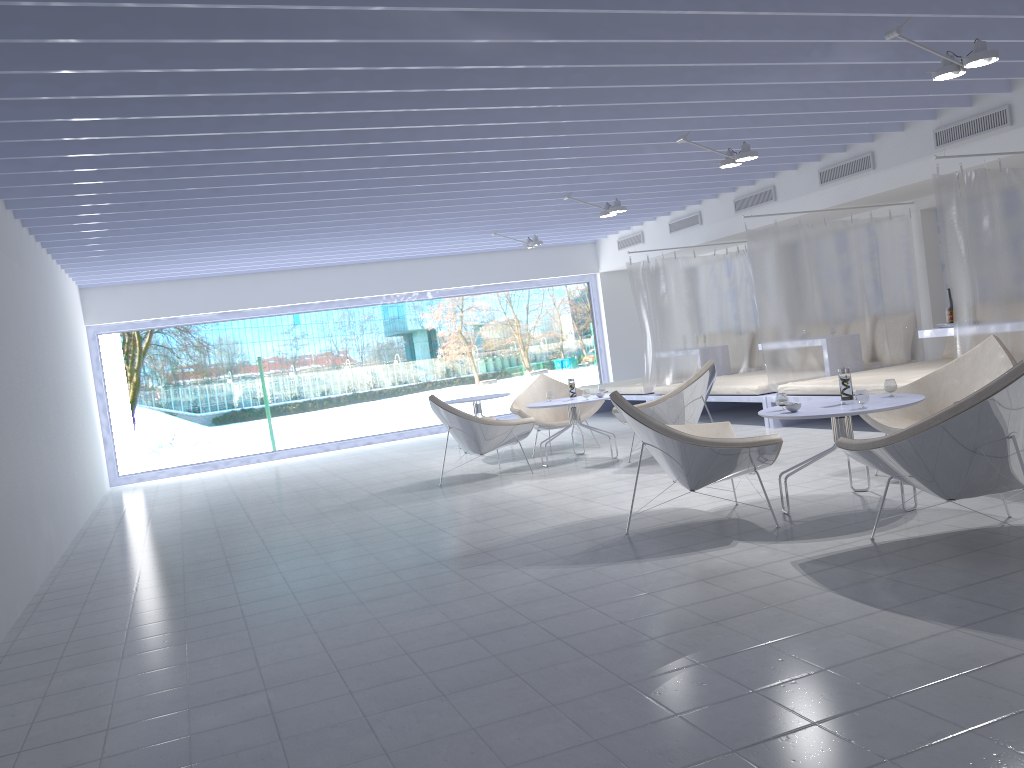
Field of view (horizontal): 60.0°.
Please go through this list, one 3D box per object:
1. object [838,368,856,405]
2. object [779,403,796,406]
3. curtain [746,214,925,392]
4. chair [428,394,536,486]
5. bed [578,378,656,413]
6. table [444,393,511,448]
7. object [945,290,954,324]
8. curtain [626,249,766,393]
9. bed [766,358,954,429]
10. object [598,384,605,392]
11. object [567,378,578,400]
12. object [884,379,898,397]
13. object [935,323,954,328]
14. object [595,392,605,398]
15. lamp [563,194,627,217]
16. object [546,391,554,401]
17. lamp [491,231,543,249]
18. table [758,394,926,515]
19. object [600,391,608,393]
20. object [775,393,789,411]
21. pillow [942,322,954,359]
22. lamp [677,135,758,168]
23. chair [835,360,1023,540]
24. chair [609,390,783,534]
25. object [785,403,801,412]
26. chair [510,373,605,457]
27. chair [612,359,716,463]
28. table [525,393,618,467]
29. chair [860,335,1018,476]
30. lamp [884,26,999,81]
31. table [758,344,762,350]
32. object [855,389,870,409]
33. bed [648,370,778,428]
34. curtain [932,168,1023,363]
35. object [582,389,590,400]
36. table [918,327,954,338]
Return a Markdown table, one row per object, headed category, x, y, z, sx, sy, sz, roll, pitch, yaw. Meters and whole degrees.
| category | x | y | z | sx | sy | sz | roll | pitch | yaw |
| --- | --- | --- | --- | --- | --- | --- | --- | --- | --- |
| object | 1.743 | 0.011 | 4.629 | 0.075 | 0.185 | 0.075 | -6 | 3 | 32 |
| object | 1.417 | 0.107 | 4.562 | 0.098 | 0.016 | 0.012 | -8 | 2 | -21 |
| curtain | 3.170 | -0.797 | 8.544 | 1.998 | 1.559 | 0.125 | -8 | 2 | -22 |
| chair | -0.317 | 0.416 | 7.500 | 0.753 | 0.759 | 0.906 | -9 | 2 | -25 |
| bed | 2.133 | 0.098 | 11.691 | 2.022 | 0.422 | 2.200 | -8 | 2 | -21 |
| table | -0.387 | 0.427 | 10.338 | 0.825 | 0.534 | 0.823 | -6 | 3 | 26 |
| object | 3.666 | -0.645 | 7.406 | 0.092 | 0.302 | 0.092 | -6 | 3 | 37 |
| curtain | 2.344 | -0.791 | 10.603 | 2.050 | 1.552 | 0.151 | -8 | 2 | -21 |
| bed | 3.696 | 0.056 | 7.561 | 2.022 | 0.422 | 2.200 | -8 | 2 | -21 |
| object | 0.802 | 0.050 | 7.933 | 0.068 | 0.091 | 0.068 | -9 | 3 | -28 |
| object | 0.529 | 0.042 | 7.802 | 0.075 | 0.189 | 0.075 | -9 | 3 | -29 |
| object | 2.004 | 0.020 | 4.694 | 0.068 | 0.091 | 0.068 | -9 | 3 | -31 |
| object | 3.698 | -0.496 | 7.342 | 0.275 | 0.031 | 0.429 | -8 | 2 | -19 |
| object | 0.756 | 0.095 | 7.584 | 0.082 | 0.043 | 0.082 | -6 | 3 | 38 |
| lamp | 0.794 | -1.762 | 8.687 | 0.587 | 0.218 | 0.380 | -8 | 2 | -21 |
| object | 0.341 | 0.109 | 7.984 | 0.068 | 0.091 | 0.068 | -7 | 2 | 2 |
| lamp | 0.047 | -1.742 | 10.660 | 0.587 | 0.218 | 0.380 | -8 | 2 | -21 |
| table | 1.745 | 0.372 | 4.650 | 0.825 | 0.534 | 0.823 | -10 | 3 | -44 |
| object | 0.776 | 0.073 | 7.561 | 0.098 | 0.016 | 0.012 | -6 | 3 | 36 |
| object | 1.439 | 0.094 | 4.724 | 0.068 | 0.091 | 0.068 | -9 | 3 | -31 |
| pillow | 4.309 | -0.482 | 8.413 | 0.230 | 0.521 | 0.524 | -8 | 2 | -19 |
| lamp | 1.534 | -1.782 | 6.733 | 0.587 | 0.218 | 0.380 | -8 | 2 | -21 |
| chair | 1.908 | 0.277 | 3.622 | 0.906 | 0.759 | 0.753 | -8 | 2 | -6 |
| chair | 0.919 | 0.365 | 4.686 | 0.753 | 0.759 | 0.906 | -8 | 2 | -3 |
| object | 1.451 | 0.123 | 4.570 | 0.082 | 0.043 | 0.082 | -8 | 2 | -19 |
| chair | 0.411 | 0.269 | 8.783 | 0.906 | 0.759 | 0.753 | -8 | 2 | -10 |
| chair | 1.370 | 0.203 | 7.274 | 0.753 | 0.759 | 0.906 | -6 | 3 | 39 |
| table | 0.561 | 0.404 | 7.784 | 0.825 | 0.534 | 0.823 | -9 | 3 | -30 |
| chair | 2.564 | 0.131 | 5.135 | 0.753 | 0.759 | 0.906 | -8 | 2 | -17 |
| lamp | 2.273 | -1.802 | 4.779 | 0.587 | 0.218 | 0.380 | -8 | 2 | -21 |
| table | 3.055 | -0.239 | 9.118 | 0.416 | 0.450 | 1.065 | -8 | 2 | -21 |
| object | 1.711 | 0.073 | 4.334 | 0.068 | 0.091 | 0.068 | -9 | 3 | -31 |
| bed | 2.900 | 0.076 | 9.619 | 2.016 | 0.427 | 2.200 | -8 | 2 | -21 |
| curtain | 3.909 | -0.833 | 6.472 | 2.050 | 1.552 | 0.151 | -8 | 2 | -21 |
| object | 0.629 | 0.091 | 7.491 | 0.068 | 0.091 | 0.068 | -7 | 2 | 8 |
| table | 3.833 | -0.260 | 7.064 | 0.416 | 0.450 | 1.065 | -8 | 2 | -21 |
